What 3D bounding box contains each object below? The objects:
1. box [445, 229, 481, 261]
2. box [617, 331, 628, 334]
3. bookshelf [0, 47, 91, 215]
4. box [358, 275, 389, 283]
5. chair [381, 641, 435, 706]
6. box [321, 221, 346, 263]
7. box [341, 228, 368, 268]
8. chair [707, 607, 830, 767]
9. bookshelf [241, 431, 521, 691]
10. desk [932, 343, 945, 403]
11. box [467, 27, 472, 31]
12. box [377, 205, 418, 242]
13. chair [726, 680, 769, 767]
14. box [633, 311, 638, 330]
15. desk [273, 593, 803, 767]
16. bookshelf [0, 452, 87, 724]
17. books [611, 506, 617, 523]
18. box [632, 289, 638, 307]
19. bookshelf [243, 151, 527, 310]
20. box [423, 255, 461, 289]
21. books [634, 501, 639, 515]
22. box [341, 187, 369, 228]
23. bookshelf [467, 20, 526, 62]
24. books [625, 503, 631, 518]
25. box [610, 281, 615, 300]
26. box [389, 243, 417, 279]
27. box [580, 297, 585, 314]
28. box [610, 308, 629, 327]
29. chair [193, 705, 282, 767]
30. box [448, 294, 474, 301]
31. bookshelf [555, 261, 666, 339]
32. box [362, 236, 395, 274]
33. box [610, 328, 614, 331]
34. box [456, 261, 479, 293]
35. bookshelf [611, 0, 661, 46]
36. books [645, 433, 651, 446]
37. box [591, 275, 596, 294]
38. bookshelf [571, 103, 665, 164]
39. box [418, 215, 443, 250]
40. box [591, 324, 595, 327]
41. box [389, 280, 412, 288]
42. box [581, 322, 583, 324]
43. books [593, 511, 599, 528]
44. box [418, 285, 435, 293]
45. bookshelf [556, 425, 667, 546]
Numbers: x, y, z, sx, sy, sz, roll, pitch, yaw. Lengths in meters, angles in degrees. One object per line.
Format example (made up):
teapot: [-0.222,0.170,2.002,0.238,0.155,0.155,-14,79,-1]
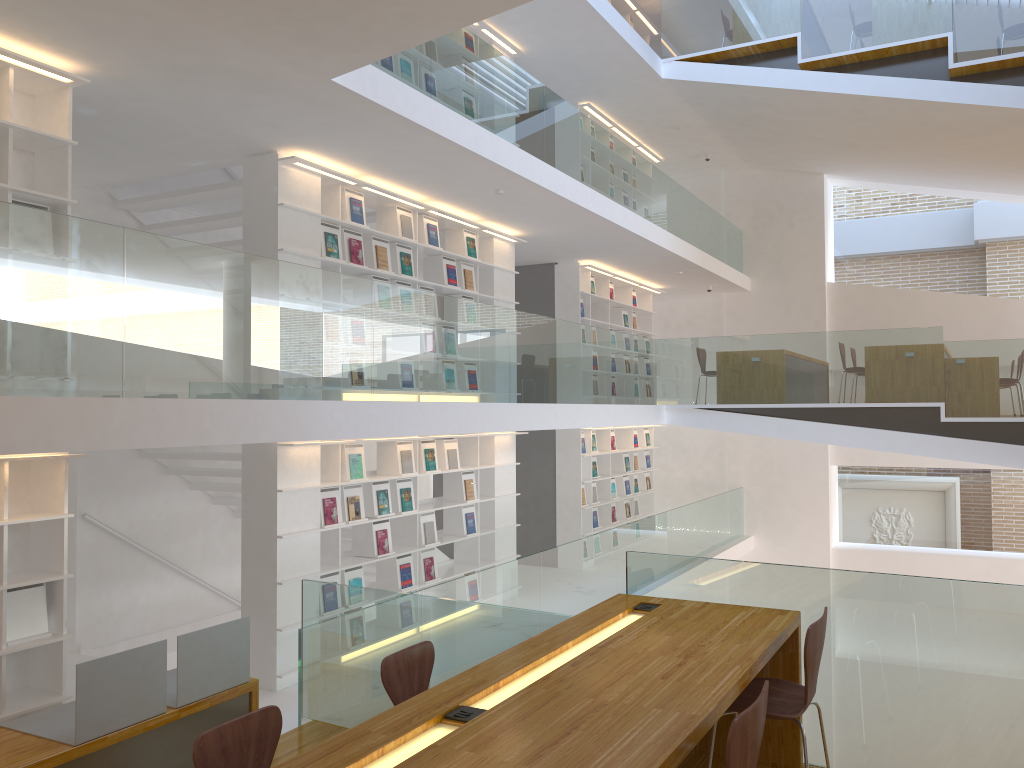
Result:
box: [-0.489,-1.380,8.881,0.274,0.296,0.245,-1,-2,28]
box: [1.556,-0.609,12.828,0.274,0.296,0.245,-1,-2,28]
bookshelf: [-3.242,-0.858,3.669,0.498,1.836,2.984,-1,-2,28]
box: [-1.181,-0.761,7.555,0.274,0.296,0.245,-1,-2,28]
chair: [-0.295,1.473,3.693,0.381,0.693,0.428,-1,-2,28]
box: [-1.494,-1.107,6.980,0.274,0.296,0.245,-1,-2,28]
box: [-1.362,-1.098,7.254,0.274,0.296,0.245,-1,-2,28]
chair: [0.889,1.133,3.073,0.381,0.693,0.428,-1,-2,28]
bookshelf: [-0.946,1.329,8.013,0.397,1.836,3.666,-1,-2,28]
desk: [5.047,0.007,10.521,1.248,0.757,3.196,-1,-2,28]
box: [-0.526,-3.427,8.896,0.274,0.296,0.245,-1,-2,28]
box: [-1.019,-1.409,7.885,0.274,0.296,0.245,-1,-2,28]
chair: [0.432,1.108,2.216,0.381,0.693,0.428,-1,-2,28]
box: [1.725,-0.929,13.158,0.274,0.296,0.245,-1,-2,28]
desk: [-0.170,1.320,2.377,1.285,0.918,3.236,-1,-2,28]
bookshelf: [-3.232,1.202,3.604,0.498,1.836,2.984,-1,-2,28]
books: [1.399,1.797,12.214,0.037,0.210,0.145,-1,-2,28]
box: [1.723,-1.256,13.168,0.274,0.296,0.245,-1,-2,28]
bookshelf: [-0.912,-0.731,8.054,0.498,1.836,3.666,-1,-2,28]
box: [-0.670,-1.064,8.528,0.274,0.296,0.245,-1,-2,28]
books: [1.822,1.823,13.001,0.037,0.210,0.145,-1,-2,28]
box: [-1.353,-1.427,7.258,0.274,0.296,0.245,-1,-2,28]
bookshelf: [-0.922,-2.777,8.118,0.498,1.836,3.666,-1,-2,28]
books: [1.666,1.815,12.708,0.037,0.210,0.145,-1,-2,28]
box: [1.292,-1.281,12.354,0.274,0.296,0.245,-1,-2,28]
box: [-1.021,-1.080,7.869,0.274,0.296,0.245,-1,-2,28]
box: [0.794,-0.979,11.410,0.274,0.296,0.245,-1,-2,28]
box: [1.555,-0.937,12.839,0.274,0.296,0.245,-1,-2,28]
chair: [-0.752,1.449,2.836,0.381,0.693,0.428,-1,-2,28]
box: [-0.508,-0.724,8.819,0.274,0.296,0.245,-1,-2,28]
bookshelf: [1.470,-0.604,12.520,0.498,1.836,2.984,-1,-2,28]
box: [-1.183,-1.089,7.564,0.274,0.296,0.245,-1,-2,28]
box: [1.304,-0.623,12.354,0.274,0.296,0.245,-1,-2,28]
box: [-0.510,-1.052,8.828,0.274,0.296,0.245,-1,-2,28]
bookshelf: [1.449,-4.663,12.648,0.498,1.836,2.984,-1,-2,28]
books: [2.073,0.856,13.520,0.037,0.210,0.145,-1,-2,28]
box: [0.971,-1.297,11.756,0.274,0.296,0.245,-1,-2,28]
bookshelf: [1.460,-2.649,12.584,0.498,1.836,2.984,-1,-2,28]
box: [-0.823,-1.398,8.254,0.274,0.296,0.245,-1,-2,28]
box: [0.975,-0.641,11.737,0.274,0.296,0.245,-1,-2,28]
box: [-1.021,-0.751,7.854,0.274,0.296,0.245,-1,-2,28]
box: [0.799,-0.650,11.406,0.274,0.296,0.245,-1,-2,28]
books: [1.090,1.776,11.628,0.037,0.210,0.145,-1,-2,28]
box: [-0.848,-0.742,8.180,0.274,0.296,0.245,-1,-2,28]
bookshelf: [1.481,1.456,12.455,0.498,1.836,2.984,-1,-2,28]
